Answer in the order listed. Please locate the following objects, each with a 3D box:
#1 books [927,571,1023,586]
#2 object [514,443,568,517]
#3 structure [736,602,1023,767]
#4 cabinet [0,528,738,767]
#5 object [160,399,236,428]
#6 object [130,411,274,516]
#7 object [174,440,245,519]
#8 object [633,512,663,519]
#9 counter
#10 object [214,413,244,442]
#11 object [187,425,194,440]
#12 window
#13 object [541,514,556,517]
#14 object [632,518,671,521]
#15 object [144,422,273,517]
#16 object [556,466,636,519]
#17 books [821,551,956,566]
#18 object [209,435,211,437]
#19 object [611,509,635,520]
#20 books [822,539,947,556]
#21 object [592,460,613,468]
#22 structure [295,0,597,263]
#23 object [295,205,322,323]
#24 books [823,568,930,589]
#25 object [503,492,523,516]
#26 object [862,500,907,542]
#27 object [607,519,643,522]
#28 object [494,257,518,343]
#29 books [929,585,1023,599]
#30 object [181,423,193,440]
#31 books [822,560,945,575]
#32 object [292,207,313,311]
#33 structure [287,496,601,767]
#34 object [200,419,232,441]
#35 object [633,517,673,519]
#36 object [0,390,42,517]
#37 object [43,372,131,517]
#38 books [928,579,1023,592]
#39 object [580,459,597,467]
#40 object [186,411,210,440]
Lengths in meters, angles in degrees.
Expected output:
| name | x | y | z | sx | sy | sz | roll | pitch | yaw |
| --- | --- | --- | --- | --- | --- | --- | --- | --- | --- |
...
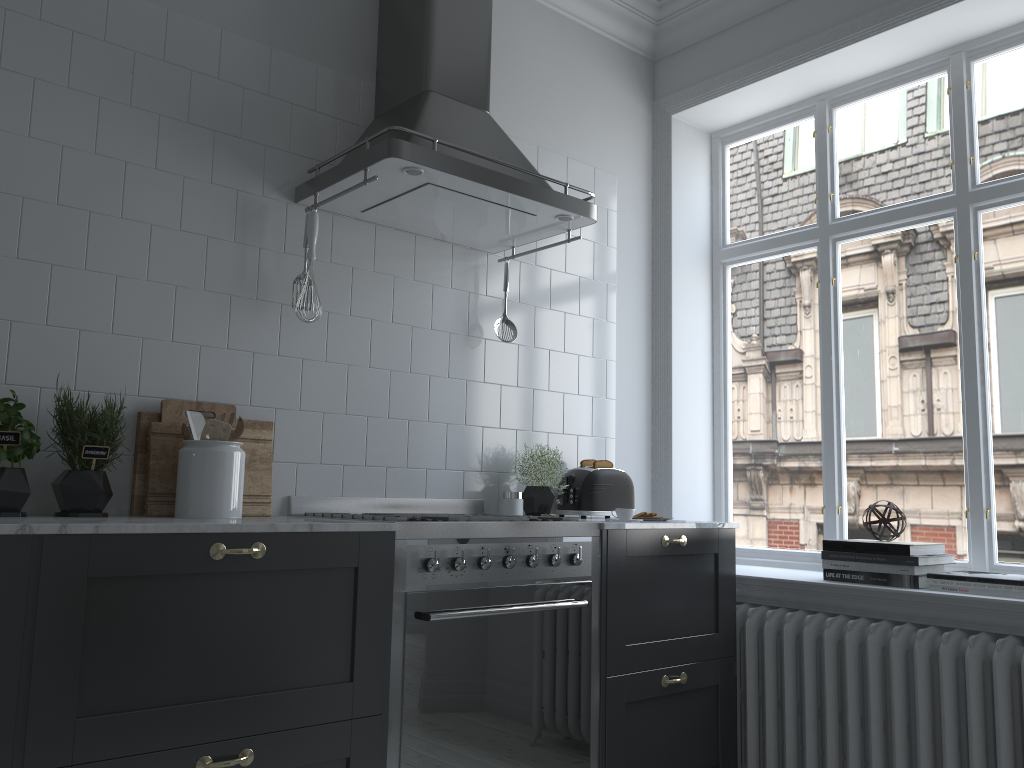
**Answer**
| name | x | y | z | sx | sy | sz | roll | pitch | yaw |
| --- | --- | --- | --- | --- | --- | --- | --- | --- | --- |
| books | 1.579 | 0.630 | 2.875 | 0.274 | 0.016 | 0.341 | 7 | -9 | -39 |
| object | 0.111 | 0.358 | 3.310 | 0.210 | 0.283 | 0.220 | 5 | -8 | -28 |
| structure | 1.142 | 1.168 | 2.999 | 0.245 | 0.753 | 1.673 | 8 | -10 | -40 |
| cabinet | -0.841 | 0.864 | 2.173 | 3.897 | 1.012 | 0.646 | 8 | -10 | -40 |
| object | -0.904 | 0.216 | 2.553 | 0.220 | 0.330 | 0.041 | 8 | -10 | -40 |
| object | -0.898 | 0.241 | 2.598 | 0.400 | 0.290 | 0.030 | 8 | -10 | -40 |
| object | -0.826 | 0.263 | 2.432 | 0.174 | 0.208 | 0.174 | -6 | -10 | 44 |
| object | 0.493 | 0.487 | 3.270 | 0.119 | 0.031 | 0.074 | 2 | -7 | -8 |
| counter | -0.837 | 0.353 | 2.247 | 3.902 | 0.020 | 0.624 | 8 | -10 | -40 |
| object | -0.824 | 0.223 | 2.489 | 0.056 | 0.296 | 0.131 | -3 | -8 | 28 |
| object | -0.856 | 0.241 | 2.458 | 0.118 | 0.250 | 0.033 | 7 | -10 | -40 |
| window | 1.524 | -0.268 | 3.524 | 0.061 | 2.080 | 1.716 | 8 | -10 | -40 |
| object | 0.116 | 0.478 | 3.201 | 0.091 | 0.018 | 0.062 | 8 | -10 | -43 |
| object | 0.488 | 0.498 | 3.267 | 0.209 | 0.011 | 0.209 | 2 | -7 | -3 |
| object | -0.864 | 0.251 | 2.552 | 0.360 | 0.261 | 0.053 | 8 | -10 | -40 |
| object | 0.324 | 0.425 | 3.490 | 0.326 | 0.207 | 0.219 | 7 | -9 | -35 |
| books | 1.337 | 0.616 | 3.156 | 0.287 | 0.031 | 0.351 | 8 | -10 | -40 |
| object | -0.832 | 0.245 | 2.483 | 0.114 | 0.247 | 0.050 | -1 | -8 | 14 |
| object | 0.393 | 0.455 | 3.086 | 0.070 | 0.040 | 0.072 | -5 | -10 | 41 |
| books | 1.327 | 0.583 | 3.167 | 0.259 | 0.038 | 0.325 | 7 | -9 | -38 |
| object | 0.357 | 0.352 | 3.472 | 0.107 | 0.110 | 0.010 | 7 | -9 | -36 |
| structure | -0.191 | -1.056 | 2.999 | 0.843 | 1.079 | 0.567 | 8 | -10 | -40 |
| object | -0.627 | -0.376 | 2.769 | 0.076 | 0.381 | 0.074 | -3 | -8 | 29 |
| books | 1.334 | 0.684 | 3.145 | 0.259 | 0.044 | 0.351 | 7 | -9 | -38 |
| object | 0.004 | 0.440 | 3.227 | 0.072 | 0.095 | 0.072 | 1 | -7 | 5 |
| object | 1.347 | 0.496 | 3.210 | 0.147 | 0.148 | 0.147 | -5 | -10 | 40 |
| object | 0.394 | 0.474 | 3.085 | 0.126 | 0.008 | 0.126 | 3 | -8 | -14 |
| object | -0.021 | -0.316 | 3.322 | 0.101 | 0.331 | 0.030 | 6 | -9 | -30 |
| books | 1.572 | 0.665 | 2.861 | 0.254 | 0.019 | 0.343 | 8 | -10 | -40 |
| object | -0.846 | 0.234 | 2.411 | 0.117 | 0.251 | 0.061 | 3 | -7 | -11 |
| books | 1.320 | 0.647 | 3.153 | 0.259 | 0.031 | 0.328 | 8 | -10 | -42 |
| object | -0.650 | -0.398 | 2.795 | 0.066 | 0.332 | 0.024 | 7 | -9 | -35 |
| structure | -0.209 | 0.905 | 2.716 | 0.779 | 1.096 | 0.651 | 8 | -10 | -40 |
| object | -0.836 | 0.226 | 2.389 | 0.149 | 0.262 | 0.054 | -2 | -8 | 24 |
| object | 0.485 | 0.486 | 3.216 | 0.209 | 0.008 | 0.018 | 2 | -7 | -6 |
| object | -1.249 | 0.166 | 2.163 | 0.172 | 0.311 | 0.179 | 5 | -8 | -30 |
| object | -1.091 | 0.157 | 2.282 | 0.186 | 0.367 | 0.196 | 1 | -7 | 4 |
| books | 1.570 | 0.647 | 2.869 | 0.254 | 0.019 | 0.337 | 8 | -10 | -42 |
| object | 0.312 | 0.355 | 3.535 | 0.107 | 0.110 | 0.010 | 7 | -9 | -36 |
| object | -0.833 | 0.218 | 2.444 | 0.141 | 0.290 | 0.064 | -2 | -8 | 23 |
